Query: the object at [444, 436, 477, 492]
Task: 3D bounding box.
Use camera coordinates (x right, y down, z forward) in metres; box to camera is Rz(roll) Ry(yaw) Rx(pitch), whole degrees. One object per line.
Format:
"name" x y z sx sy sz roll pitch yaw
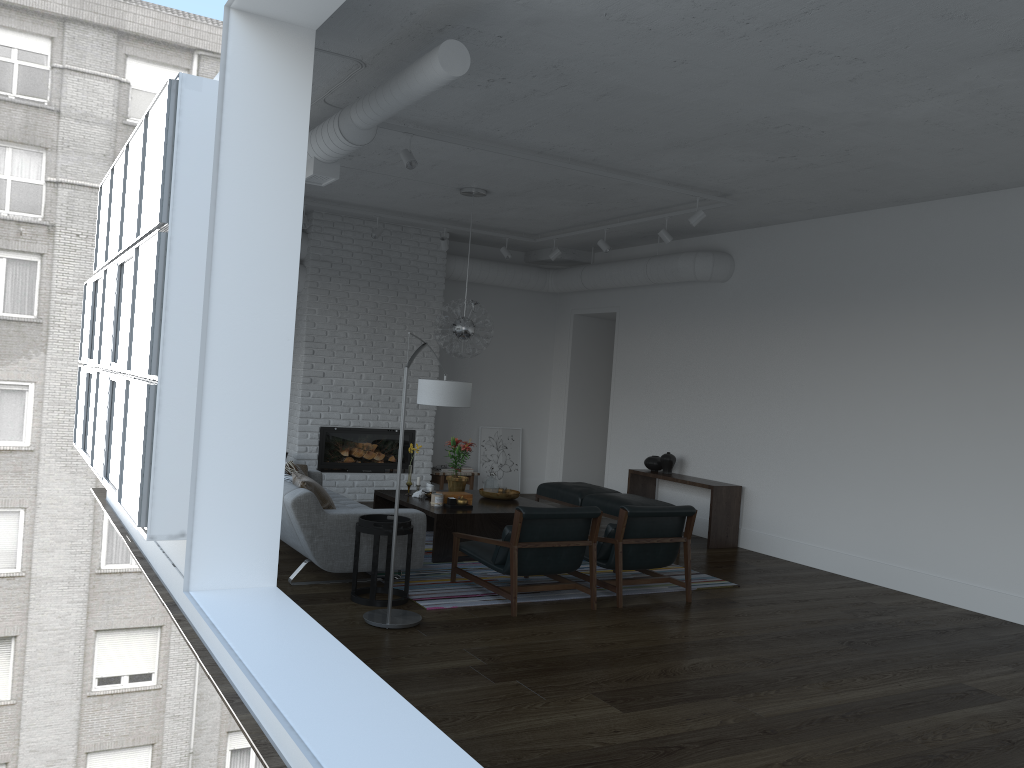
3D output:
"object" -0.496 0.758 8.167 0.275 0.558 0.284 4 0 22

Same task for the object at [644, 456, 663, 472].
"object" 1.585 0.881 9.824 0.245 0.168 0.245 4 0 -39

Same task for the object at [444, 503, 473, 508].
"object" -0.455 1.030 7.502 0.214 0.023 0.130 4 0 -30

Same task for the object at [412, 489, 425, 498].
"object" -0.835 0.980 7.928 0.124 0.078 0.069 4 0 42

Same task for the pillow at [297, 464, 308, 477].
"pillow" -2.028 0.824 7.998 0.427 0.261 0.236 4 0 -28

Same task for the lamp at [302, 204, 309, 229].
"lamp" -2.116 -1.716 9.010 0.095 0.285 0.154 4 0 -32

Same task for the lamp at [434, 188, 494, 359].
"lamp" -0.409 -1.008 8.169 0.552 1.546 0.552 4 0 -43

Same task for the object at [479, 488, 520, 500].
"object" -0.117 1.028 8.267 0.383 0.068 0.383 4 0 12

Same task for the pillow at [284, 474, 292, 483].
"pillow" -1.636 0.846 6.825 0.346 0.283 0.578 4 0 -30

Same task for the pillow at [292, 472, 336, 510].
"pillow" -1.407 0.833 6.344 0.298 0.338 0.597 4 0 -21

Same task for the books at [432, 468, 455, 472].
"books" -0.845 1.055 10.925 0.171 0.011 0.306 4 0 -31

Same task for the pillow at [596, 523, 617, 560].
"pillow" 0.897 1.150 6.488 0.612 0.293 0.246 4 0 -30

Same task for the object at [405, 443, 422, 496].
"object" -0.892 0.773 8.027 0.121 0.470 0.120 4 0 -14

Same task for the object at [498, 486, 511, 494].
"object" -0.072 1.017 8.313 0.085 0.089 0.195 4 0 -21

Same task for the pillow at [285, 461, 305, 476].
"pillow" -1.843 0.781 7.439 0.271 0.340 0.576 4 0 -26

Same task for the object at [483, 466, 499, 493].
"object" -0.190 0.911 8.260 0.143 0.288 0.143 4 0 31

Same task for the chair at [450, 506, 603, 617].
"chair" 0.074 1.139 6.238 0.678 0.698 0.983 4 0 -30

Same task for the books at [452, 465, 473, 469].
"books" -0.624 1.042 11.089 0.173 0.025 0.238 4 0 -32

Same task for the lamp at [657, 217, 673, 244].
"lamp" 1.450 -1.459 8.347 0.154 0.285 0.100 4 0 -7

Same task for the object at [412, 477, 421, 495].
"object" -0.853 0.925 8.078 0.098 0.174 0.098 4 0 -36

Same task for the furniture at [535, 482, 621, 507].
"furniture" 0.705 1.284 9.251 0.584 0.478 0.828 4 0 -30

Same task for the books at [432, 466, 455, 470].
"books" -0.851 1.040 10.933 0.202 0.019 0.280 4 0 -32

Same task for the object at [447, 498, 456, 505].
"object" -0.510 0.991 7.492 0.058 0.055 0.058 4 0 -30

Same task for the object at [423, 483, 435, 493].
"object" -0.752 0.961 8.134 0.121 0.113 0.124 4 0 -11

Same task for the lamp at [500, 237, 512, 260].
"lamp" -0.064 -1.573 10.199 0.154 0.285 0.093 4 0 38

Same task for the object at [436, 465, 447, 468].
"object" -0.867 1.011 10.932 0.093 0.038 0.134 4 0 27

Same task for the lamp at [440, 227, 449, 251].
"lamp" -0.749 -1.621 9.805 0.097 0.285 0.154 4 0 10

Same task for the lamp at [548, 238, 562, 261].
"lamp" 0.490 -1.533 10.035 0.154 0.285 0.104 4 0 10

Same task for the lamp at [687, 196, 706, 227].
"lamp" 1.545 -1.449 7.388 0.154 0.285 0.088 4 0 15

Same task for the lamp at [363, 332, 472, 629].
"lamp" -0.635 0.563 6.241 0.432 1.738 2.162 4 0 4

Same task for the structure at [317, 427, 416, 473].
"structure" -1.803 0.784 10.446 1.168 0.578 0.675 4 0 -30

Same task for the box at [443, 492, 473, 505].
"box" -0.500 0.991 7.671 0.294 0.093 0.169 4 0 -30

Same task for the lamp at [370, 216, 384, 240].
"lamp" -1.429 -1.668 9.411 0.090 0.285 0.154 4 0 28

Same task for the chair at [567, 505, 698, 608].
"chair" 0.801 1.189 6.660 0.678 0.698 0.983 4 0 -30

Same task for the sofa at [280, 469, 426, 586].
"sofa" -1.657 1.019 7.097 0.991 0.684 2.541 4 0 -30

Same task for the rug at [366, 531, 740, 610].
"rug" -0.305 1.451 7.983 2.735 0.012 3.760 4 0 -30

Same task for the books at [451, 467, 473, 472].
"books" -0.621 1.070 11.082 0.185 0.032 0.267 4 0 -32

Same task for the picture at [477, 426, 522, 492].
"picture" -0.161 1.012 11.665 0.637 0.884 0.093 4 0 -30

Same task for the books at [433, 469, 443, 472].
"books" -0.848 1.066 10.935 0.172 0.011 0.273 4 0 -31

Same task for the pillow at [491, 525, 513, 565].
"pillow" 0.170 1.099 6.066 0.612 0.293 0.246 4 0 -30

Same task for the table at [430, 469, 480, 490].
"table" -0.760 1.248 10.994 0.605 0.345 0.405 4 0 -30

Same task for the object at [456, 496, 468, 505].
"object" -0.424 0.987 7.519 0.103 0.077 0.103 4 0 32

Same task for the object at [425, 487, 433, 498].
"object" -0.730 0.972 7.972 0.102 0.098 0.102 4 0 9

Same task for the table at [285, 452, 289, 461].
"table" -2.547 1.002 9.454 0.281 0.558 0.282 4 0 39

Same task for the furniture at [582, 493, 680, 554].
"furniture" 1.131 1.318 8.513 0.583 0.476 0.827 4 0 -30

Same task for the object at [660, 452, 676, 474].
"object" 1.691 0.856 9.617 0.171 0.236 0.171 4 0 -25

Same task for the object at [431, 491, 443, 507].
"object" -0.627 0.971 7.487 0.117 0.116 0.106 4 0 40

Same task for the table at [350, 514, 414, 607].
"table" -0.855 1.154 5.853 0.379 0.536 0.379 4 0 -13

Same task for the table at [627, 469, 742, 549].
"table" 1.776 1.290 9.358 0.375 0.617 1.362 4 0 -30

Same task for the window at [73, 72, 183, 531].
"window" -2.887 -0.491 6.435 0.107 2.340 4.566 4 0 -30

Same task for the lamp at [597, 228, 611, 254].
"lamp" 0.961 -1.497 9.200 0.154 0.285 0.094 4 0 33

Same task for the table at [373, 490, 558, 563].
"table" -0.388 1.242 7.967 1.306 0.394 1.362 4 0 -30

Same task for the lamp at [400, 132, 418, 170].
"lamp" -0.706 -1.607 6.082 0.095 0.285 0.154 4 0 -37
